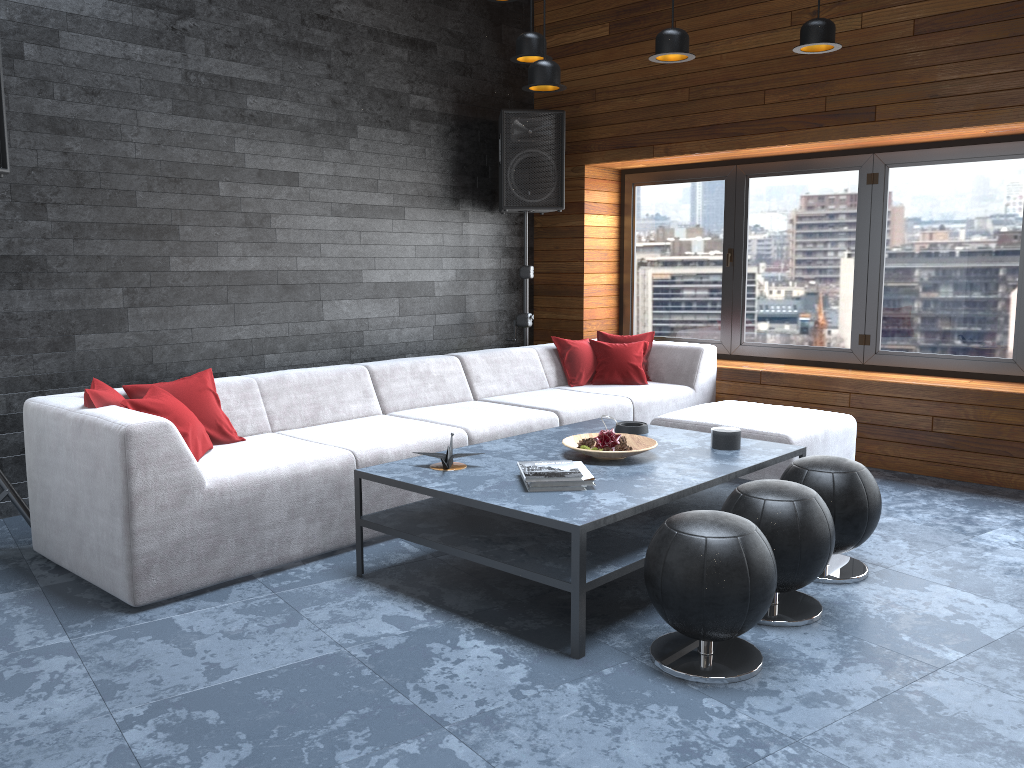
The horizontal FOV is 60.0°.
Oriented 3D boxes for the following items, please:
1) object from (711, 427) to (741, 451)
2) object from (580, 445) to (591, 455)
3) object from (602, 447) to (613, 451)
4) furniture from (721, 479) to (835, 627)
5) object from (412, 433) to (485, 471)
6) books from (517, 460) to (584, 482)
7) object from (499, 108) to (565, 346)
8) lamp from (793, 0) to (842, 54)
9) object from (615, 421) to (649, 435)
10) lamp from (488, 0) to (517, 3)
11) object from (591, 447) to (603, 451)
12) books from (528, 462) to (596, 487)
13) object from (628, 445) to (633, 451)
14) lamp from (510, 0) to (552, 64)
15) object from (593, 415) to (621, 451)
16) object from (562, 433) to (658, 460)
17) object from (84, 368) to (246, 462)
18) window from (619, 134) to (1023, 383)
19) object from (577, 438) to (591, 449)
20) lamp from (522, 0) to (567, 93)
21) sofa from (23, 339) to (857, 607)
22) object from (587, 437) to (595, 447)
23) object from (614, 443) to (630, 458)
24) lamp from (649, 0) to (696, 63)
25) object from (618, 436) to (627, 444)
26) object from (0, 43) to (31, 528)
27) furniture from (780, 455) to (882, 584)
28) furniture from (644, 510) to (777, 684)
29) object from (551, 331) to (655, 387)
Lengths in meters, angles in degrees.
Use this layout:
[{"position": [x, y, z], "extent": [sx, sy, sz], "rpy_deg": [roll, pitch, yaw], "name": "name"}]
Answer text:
[{"position": [0.931, 0.237, 3.861], "extent": [0.126, 0.081, 0.126], "rpy_deg": [2, 8, 15], "name": "object"}, {"position": [0.299, 0.270, 3.616], "extent": [0.048, 0.039, 0.039], "rpy_deg": [6, 10, 39], "name": "object"}, {"position": [0.388, 0.276, 3.600], "extent": [0.043, 0.042, 0.042], "rpy_deg": [-7, 11, -44], "name": "object"}, {"position": [0.931, 0.575, 3.146], "extent": [0.401, 0.462, 0.402], "rpy_deg": [-4, 9, -27], "name": "furniture"}, {"position": [-0.253, 0.272, 3.489], "extent": [0.241, 0.117, 0.250], "rpy_deg": [-6, 10, -39], "name": "object"}, {"position": [0.136, 0.317, 3.244], "extent": [0.210, 0.017, 0.265], "rpy_deg": [-1, 8, -6], "name": "books"}, {"position": [0.034, -0.793, 6.468], "extent": [0.639, 2.298, 0.686], "rpy_deg": [-1, 8, -9], "name": "object"}, {"position": [1.378, -2.509, 3.878], "extent": [0.210, 2.002, 0.210], "rpy_deg": [-1, 8, -10], "name": "lamp"}, {"position": [0.571, 0.209, 4.233], "extent": [0.160, 0.040, 0.160], "rpy_deg": [3, 8, 20], "name": "object"}, {"position": [-0.057, -2.876, 4.947], "extent": [0.210, 1.369, 0.210], "rpy_deg": [-1, 8, -10], "name": "lamp"}, {"position": [0.358, 0.280, 3.644], "extent": [0.081, 0.034, 0.073], "rpy_deg": [4, 9, 30], "name": "object"}, {"position": [0.165, 0.332, 3.279], "extent": [0.239, 0.021, 0.299], "rpy_deg": [-1, 8, -6], "name": "books"}, {"position": [0.478, 0.275, 3.676], "extent": [0.043, 0.042, 0.042], "rpy_deg": [6, 10, 37], "name": "object"}, {"position": [0.093, -2.619, 4.267], "extent": [0.210, 2.035, 0.210], "rpy_deg": [-1, 8, -10], "name": "lamp"}, {"position": [0.399, 0.208, 3.711], "extent": [0.118, 0.172, 0.106], "rpy_deg": [1, 8, 5], "name": "object"}, {"position": [0.407, 0.270, 3.699], "extent": [0.395, 0.061, 0.395], "rpy_deg": [5, 9, 35], "name": "object"}, {"position": [-1.422, 0.148, 3.688], "extent": [0.528, 0.354, 0.742], "rpy_deg": [7, 10, 42], "name": "object"}, {"position": [3.003, -0.709, 5.065], "extent": [5.937, 1.521, 0.101], "rpy_deg": [7, 10, 42], "name": "window"}, {"position": [0.301, 0.256, 3.707], "extent": [0.061, 0.062, 0.064], "rpy_deg": [-2, 8, -16], "name": "object"}, {"position": [0.149, -2.512, 4.009], "extent": [0.210, 2.272, 0.210], "rpy_deg": [-1, 8, -10], "name": "lamp"}, {"position": [0.130, 0.287, 4.452], "extent": [2.205, 0.693, 4.035], "rpy_deg": [7, 10, 42], "name": "sofa"}, {"position": [0.333, 0.248, 3.779], "extent": [0.042, 0.042, 0.044], "rpy_deg": [7, 10, 42], "name": "object"}, {"position": [0.446, 0.270, 3.600], "extent": [0.061, 0.061, 0.063], "rpy_deg": [7, 10, 41], "name": "object"}, {"position": [0.729, -2.497, 3.918], "extent": [0.210, 2.033, 0.210], "rpy_deg": [-1, 8, -10], "name": "lamp"}, {"position": [0.457, 0.247, 3.769], "extent": [0.062, 0.062, 0.060], "rpy_deg": [0, 8, 3], "name": "object"}, {"position": [-2.377, -0.399, 3.581], "extent": [0.686, 2.298, 0.640], "rpy_deg": [2, 8, 14], "name": "object"}, {"position": [1.261, 0.519, 3.552], "extent": [0.401, 0.462, 0.402], "rpy_deg": [-1, 8, -7], "name": "furniture"}, {"position": [0.612, 0.629, 2.751], "extent": [0.402, 0.462, 0.401], "rpy_deg": [-5, 9, -32], "name": "furniture"}, {"position": [0.662, -0.159, 5.936], "extent": [0.528, 0.354, 0.742], "rpy_deg": [7, 10, 42], "name": "object"}]
